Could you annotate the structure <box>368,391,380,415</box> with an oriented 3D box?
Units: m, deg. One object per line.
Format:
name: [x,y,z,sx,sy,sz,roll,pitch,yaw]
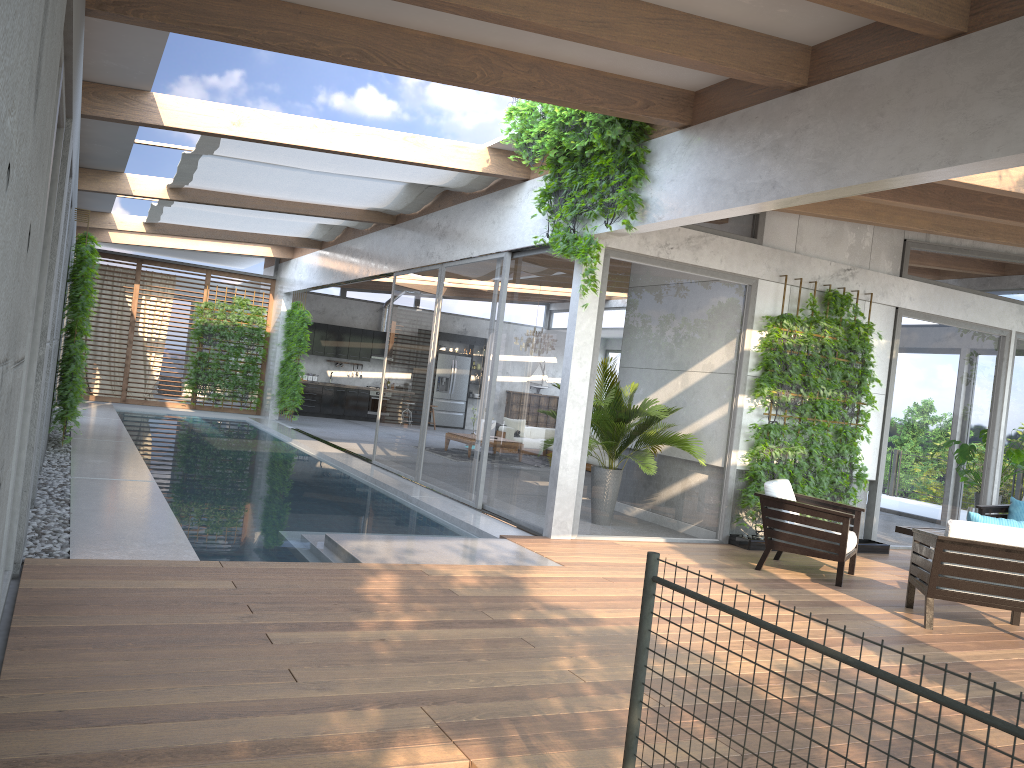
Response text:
structure: [-3.436,0.473,22.571,0.587,0.588,0.584,7,0,-27]

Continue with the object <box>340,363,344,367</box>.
object: [-4.294,-0.483,22.369,0.117,0.139,0.093,7,0,-10]

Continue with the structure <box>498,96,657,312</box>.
structure: [0.474,-1.646,7.657,0.918,2.054,1.822,7,0,-29]

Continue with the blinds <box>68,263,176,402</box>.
blinds: [-8.388,-1.076,18.982,2.087,2.898,0.692,7,0,-23]

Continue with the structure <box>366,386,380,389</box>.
structure: [-3.401,0.102,22.589,0.605,0.031,0.496,7,0,-27]

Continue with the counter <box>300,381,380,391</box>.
counter: [-4.290,0.042,22.142,3.805,0.061,0.607,7,0,-27]

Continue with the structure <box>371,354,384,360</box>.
structure: [-3.357,-0.682,22.688,0.599,0.104,0.368,7,0,-27]

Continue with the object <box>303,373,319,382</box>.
object: [-5.013,-0.174,22.005,0.405,0.200,0.147,7,0,-25]

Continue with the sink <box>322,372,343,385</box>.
sink: [-4.461,-0.039,22.054,0.526,0.514,0.514,7,0,-27]

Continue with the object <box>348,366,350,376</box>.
object: [-4.122,-0.369,22.474,0.071,0.325,0.066,7,0,-27]

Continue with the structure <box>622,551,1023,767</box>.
structure: [6.729,1.833,10.225,15.587,3.022,31.708,7,0,14]

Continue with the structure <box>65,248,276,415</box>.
structure: [-7.423,-1.050,19.068,4.313,3.079,0.085,7,0,-27]

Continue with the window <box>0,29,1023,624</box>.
window: [-0.333,-0.554,16.191,14.294,3.764,23.280,7,0,-27]

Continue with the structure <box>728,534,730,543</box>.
structure: [2.543,1.372,10.233,2.012,0.595,2.203,7,0,-27]

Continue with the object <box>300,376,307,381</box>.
object: [-5.257,-0.170,21.670,0.381,0.134,0.590,7,0,-38]

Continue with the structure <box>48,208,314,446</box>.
structure: [-4.966,-0.632,14.915,2.739,2.687,10.282,7,0,-9]

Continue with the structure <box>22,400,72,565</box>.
structure: [-5.806,0.682,11.201,0.477,0.068,13.673,7,0,-27]

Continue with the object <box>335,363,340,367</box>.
object: [-4.395,-0.494,22.327,0.117,0.139,0.093,7,0,-25]

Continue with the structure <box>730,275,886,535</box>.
structure: [3.108,0.304,9.082,1.851,2.669,0.500,7,0,-26]

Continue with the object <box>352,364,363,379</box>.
object: [-3.922,-0.323,22.540,0.282,0.380,0.070,7,0,-26]

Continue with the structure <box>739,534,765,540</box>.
structure: [2.654,1.549,8.869,0.928,0.044,0.231,7,0,-27]

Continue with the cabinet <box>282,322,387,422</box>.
cabinet: [-3.322,-0.278,22.629,5.901,2.502,0.709,7,0,-28]

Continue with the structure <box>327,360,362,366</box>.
structure: [-4.220,-0.536,22.427,0.932,0.046,0.081,7,0,-27]
